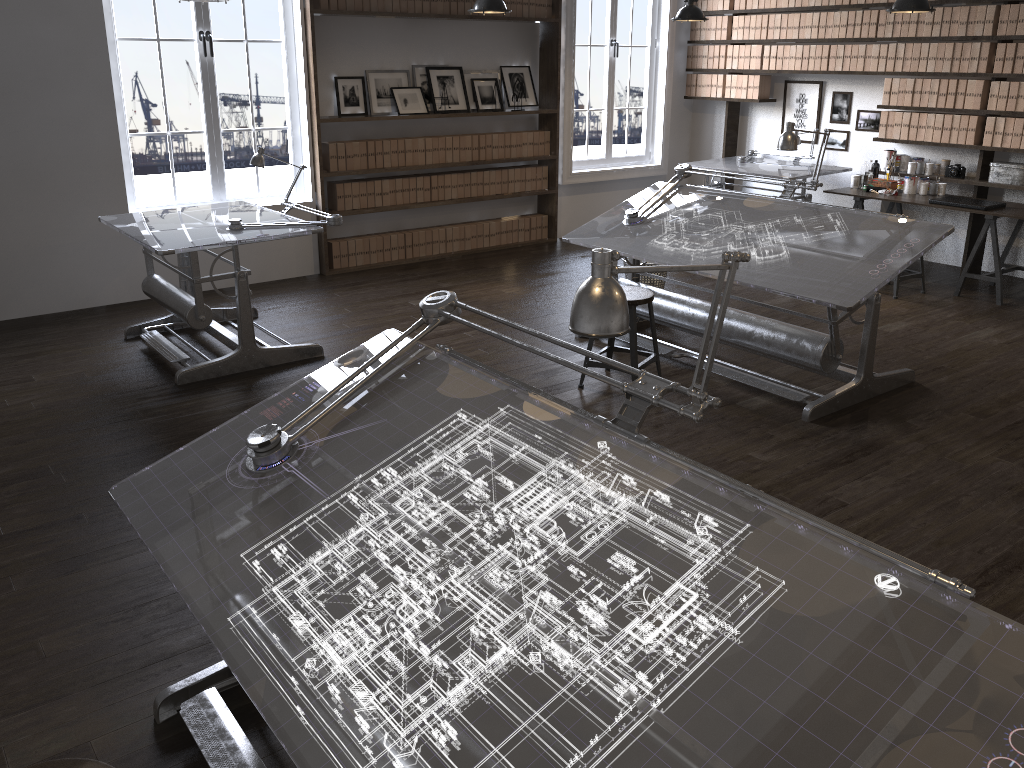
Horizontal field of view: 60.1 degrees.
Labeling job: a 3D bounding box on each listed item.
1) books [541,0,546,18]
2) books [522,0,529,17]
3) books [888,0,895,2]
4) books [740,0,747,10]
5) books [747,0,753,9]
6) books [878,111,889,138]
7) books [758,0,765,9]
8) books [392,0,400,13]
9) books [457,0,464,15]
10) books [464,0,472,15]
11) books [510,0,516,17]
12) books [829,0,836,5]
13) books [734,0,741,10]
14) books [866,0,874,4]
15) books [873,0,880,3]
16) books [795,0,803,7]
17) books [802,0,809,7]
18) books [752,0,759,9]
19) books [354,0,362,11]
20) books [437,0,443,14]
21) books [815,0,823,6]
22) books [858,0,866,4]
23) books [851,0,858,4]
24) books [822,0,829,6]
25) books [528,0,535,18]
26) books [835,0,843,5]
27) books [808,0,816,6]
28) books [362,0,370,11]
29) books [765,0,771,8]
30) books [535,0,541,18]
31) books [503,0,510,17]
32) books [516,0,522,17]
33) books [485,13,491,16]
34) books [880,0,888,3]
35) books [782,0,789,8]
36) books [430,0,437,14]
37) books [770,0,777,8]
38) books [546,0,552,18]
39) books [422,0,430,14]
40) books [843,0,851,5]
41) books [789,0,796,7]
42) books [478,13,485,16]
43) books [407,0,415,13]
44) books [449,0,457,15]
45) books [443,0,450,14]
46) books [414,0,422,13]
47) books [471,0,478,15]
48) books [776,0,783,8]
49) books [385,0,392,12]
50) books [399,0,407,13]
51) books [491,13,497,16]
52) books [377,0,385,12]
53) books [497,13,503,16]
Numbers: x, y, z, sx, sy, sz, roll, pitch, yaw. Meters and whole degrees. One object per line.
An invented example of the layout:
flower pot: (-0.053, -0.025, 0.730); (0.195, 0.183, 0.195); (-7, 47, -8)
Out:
books: (0.231, -3.452, 8.087); (0.067, 0.222, 0.176); (-13, 23, -35)
books: (0.071, -3.410, 7.970); (0.067, 0.222, 0.176); (-13, 23, -35)
books: (3.207, -3.277, 7.339); (0.175, 0.222, 0.067); (-14, 23, -35)
books: (2.278, -3.710, 8.506); (0.175, 0.222, 0.067); (-14, 23, -35)
books: (2.328, -3.690, 8.452); (0.175, 0.222, 0.067); (-14, 23, -35)
books: (3.240, -2.231, 7.613); (0.175, 0.222, 0.067); (-14, 23, -35)
books: (2.413, -3.650, 8.344); (0.175, 0.222, 0.067); (-14, 23, -35)
books: (-0.985, -3.134, 7.206); (0.067, 0.222, 0.176); (-13, 23, -35)
books: (-0.484, -3.267, 7.574); (0.067, 0.222, 0.176); (-13, 23, -35)
books: (-0.424, -3.280, 7.611); (0.067, 0.222, 0.176); (-13, 23, -35)
books: (-0.042, -3.381, 7.891); (0.067, 0.222, 0.176); (-13, 23, -35)
books: (2.868, -3.435, 7.766); (0.175, 0.222, 0.067); (-14, 23, -35)
books: (2.238, -3.732, 8.565); (0.175, 0.222, 0.067); (-14, 23, -35)
books: (3.085, -3.335, 7.496); (0.175, 0.222, 0.067); (-14, 23, -35)
books: (3.127, -3.315, 7.442); (0.175, 0.222, 0.067); (-14, 23, -35)
books: (2.660, -3.534, 8.031); (0.175, 0.222, 0.067); (-14, 23, -35)
books: (2.703, -3.514, 7.979); (0.175, 0.222, 0.067); (-14, 23, -35)
books: (2.367, -3.669, 8.395); (0.175, 0.222, 0.067); (-14, 23, -35)
books: (-1.260, -3.064, 7.013); (0.067, 0.222, 0.176); (-13, 23, -35)
books: (-0.654, -3.221, 7.448); (0.067, 0.222, 0.176); (-13, 23, -35)
books: (2.783, -3.473, 7.867); (0.175, 0.222, 0.067); (-14, 23, -35)
books: (3.039, -3.354, 7.548); (0.175, 0.222, 0.067); (-14, 23, -35)
books: (3.000, -3.375, 7.604); (0.175, 0.222, 0.067); (-14, 23, -35)
books: (2.827, -3.452, 7.812); (0.175, 0.222, 0.067); (-14, 23, -35)
books: (0.131, -3.424, 8.009); (0.067, 0.222, 0.176); (-13, 23, -35)
books: (2.910, -3.417, 7.718); (0.175, 0.222, 0.067); (-14, 23, -35)
books: (2.742, -3.494, 7.924); (0.175, 0.222, 0.067); (-14, 23, -35)
books: (-1.203, -3.079, 7.054); (0.067, 0.222, 0.176); (-13, 23, -35)
books: (2.456, -3.630, 8.290); (0.175, 0.222, 0.067); (-14, 23, -35)
books: (0.184, -3.438, 8.047); (0.067, 0.222, 0.176); (-13, 23, -35)
books: (-0.096, -3.366, 7.847); (0.067, 0.222, 0.176); (-13, 23, -35)
books: (0.013, -3.396, 7.933); (0.067, 0.222, 0.176); (-13, 23, -35)
books: (-0.256, -3.323, 7.730); (0.067, 0.222, 0.176); (-13, 23, -35)
books: (3.163, -3.295, 7.388); (0.175, 0.222, 0.067); (-14, 23, -35)
books: (2.572, -3.573, 8.138); (0.175, 0.222, 0.067); (-14, 23, -35)
books: (-0.701, -3.207, 7.409); (0.067, 0.222, 0.176); (-13, 23, -35)
books: (2.491, -3.609, 8.235); (0.175, 0.222, 0.067); (-14, 23, -35)
books: (0.287, -3.467, 8.128); (0.067, 0.222, 0.176); (-13, 23, -35)
books: (-0.759, -3.192, 7.367); (0.067, 0.222, 0.176); (-13, 23, -35)
books: (2.950, -3.395, 7.658); (0.175, 0.222, 0.067); (-14, 23, -35)
books: (2.614, -3.553, 8.082); (0.175, 0.222, 0.067); (-14, 23, -35)
books: (-0.313, -3.311, 7.696); (0.067, 0.222, 0.176); (-13, 23, -35)
books: (-0.877, -3.164, 7.291); (0.067, 0.222, 0.176); (-13, 23, -35)
books: (-0.540, -3.250, 7.526); (0.067, 0.222, 0.176); (-13, 23, -35)
books: (-0.603, -3.236, 7.488); (0.067, 0.222, 0.176); (-13, 23, -35)
books: (-0.819, -3.178, 7.328); (0.067, 0.222, 0.176); (-13, 23, -35)
books: (-0.370, -3.296, 7.655); (0.067, 0.222, 0.176); (-13, 23, -35)
books: (2.535, -3.592, 8.187); (0.175, 0.222, 0.067); (-14, 23, -35)
books: (-1.044, -3.119, 7.166); (0.067, 0.222, 0.176); (-13, 23, -35)
books: (-0.932, -3.149, 7.249); (0.067, 0.222, 0.176); (-13, 23, -35)
books: (-0.206, -3.338, 7.772); (0.067, 0.222, 0.176); (-13, 23, -35)
books: (-1.095, -3.106, 7.131); (0.067, 0.222, 0.176); (-13, 23, -35)
books: (-0.154, -3.351, 7.807); (0.067, 0.222, 0.176); (-13, 23, -35)
